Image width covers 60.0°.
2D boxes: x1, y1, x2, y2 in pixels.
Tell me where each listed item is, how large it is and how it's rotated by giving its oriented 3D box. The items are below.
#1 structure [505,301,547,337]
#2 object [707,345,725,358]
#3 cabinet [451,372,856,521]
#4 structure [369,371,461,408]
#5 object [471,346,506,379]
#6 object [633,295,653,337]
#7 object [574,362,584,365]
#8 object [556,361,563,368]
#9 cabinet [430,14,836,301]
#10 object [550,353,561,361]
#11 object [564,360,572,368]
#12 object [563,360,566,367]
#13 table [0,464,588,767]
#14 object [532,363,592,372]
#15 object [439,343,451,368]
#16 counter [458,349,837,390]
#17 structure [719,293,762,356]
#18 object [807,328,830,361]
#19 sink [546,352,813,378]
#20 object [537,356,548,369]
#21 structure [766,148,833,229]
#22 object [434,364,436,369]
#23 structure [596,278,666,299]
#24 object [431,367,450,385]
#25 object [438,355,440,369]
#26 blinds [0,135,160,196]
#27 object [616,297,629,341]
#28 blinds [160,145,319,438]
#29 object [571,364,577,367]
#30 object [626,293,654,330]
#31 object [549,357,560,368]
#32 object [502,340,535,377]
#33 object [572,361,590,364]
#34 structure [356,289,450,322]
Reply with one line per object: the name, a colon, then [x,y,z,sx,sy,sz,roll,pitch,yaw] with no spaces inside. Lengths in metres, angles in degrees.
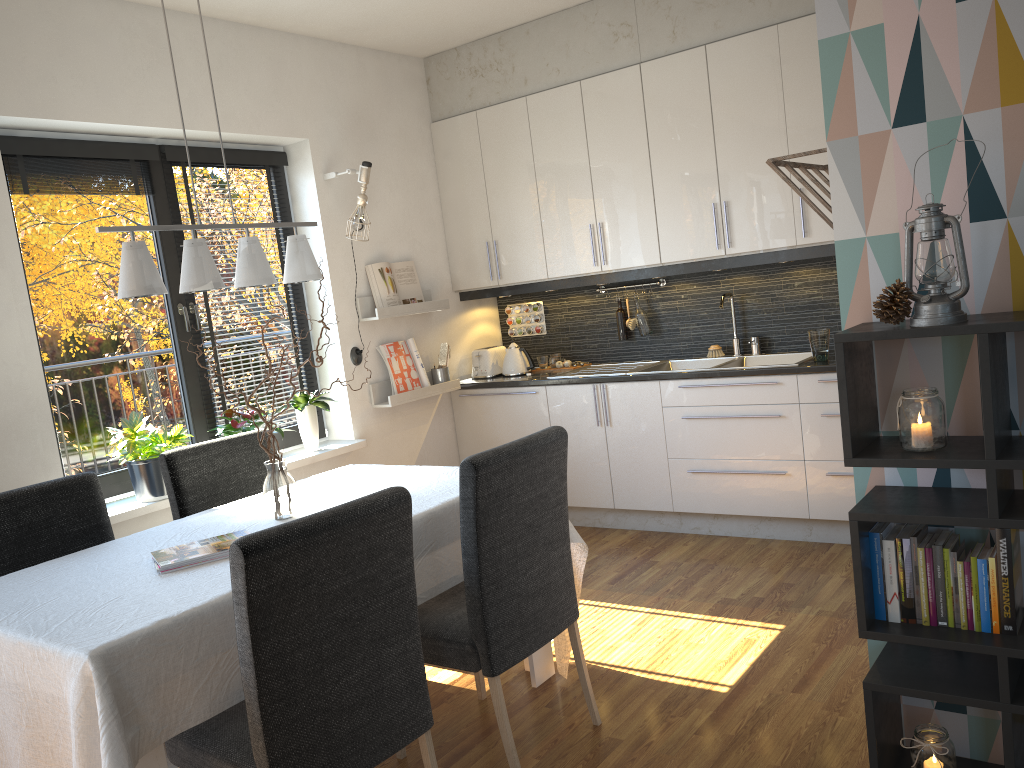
structure: [0.082,-0.408,5.644,0.279,0.210,0.045,-3,8,37]
object: [1.118,-0.181,4.875,0.097,0.065,0.099,-4,7,28]
cabinet: [1.365,0.298,4.145,4.224,0.691,0.040,-3,8,37]
structure: [-0.540,0.016,5.028,0.147,0.129,0.593,-2,8,37]
object: [-0.135,-0.130,5.480,0.175,0.192,0.253,-2,8,37]
object: [0.755,-0.397,5.112,0.093,0.243,0.073,-6,7,10]
object: [0.384,-0.125,5.404,0.024,0.017,0.248,-10,7,-18]
object: [0.285,-0.115,5.319,0.045,0.045,0.046,-2,9,39]
cabinet: [1.398,-1.143,4.265,4.237,1.071,0.457,-3,8,37]
object: [0.272,-0.145,5.453,0.071,0.076,0.071,-2,8,37]
object: [0.335,-0.120,5.311,0.043,0.043,0.044,-3,8,34]
object: [0.323,-0.128,5.363,0.044,0.050,0.043,-9,7,-10]
table: [-0.722,0.814,2.782,1.235,0.764,1.853,-2,8,37]
object: [0.294,-0.099,5.407,0.335,0.012,0.212,-2,8,38]
object: [-0.384,-0.111,5.190,0.060,0.268,0.119,-4,8,28]
counter: [1.496,-0.035,4.338,4.251,0.193,0.621,-3,8,37]
structure: [1.221,-0.317,4.726,0.167,0.348,0.195,-4,8,29]
object: [1.452,-0.183,4.184,0.102,0.147,0.102,-2,8,37]
sink: [0.910,-0.021,4.744,1.422,0.169,0.474,-3,8,37]
object: [0.189,-0.130,5.406,0.071,0.076,0.071,-4,8,29]
structure: [0.846,-0.781,2.399,0.185,0.776,0.494,-2,9,37]
object: [-0.444,-0.053,5.175,0.007,0.159,0.089,-8,7,-3]
structure: [0.683,-0.550,5.159,0.443,0.081,0.067,-3,8,37]
object: [-0.415,-0.032,5.197,0.103,0.124,0.103,-3,8,34]
object: [-0.420,-0.072,5.182,0.007,0.201,0.020,-12,8,-32]
blinds: [-1.821,-0.918,3.763,0.049,0.230,0.709,-2,8,37]
object: [0.643,-0.386,5.215,0.060,0.257,0.060,-12,8,-31]
blinds: [-1.310,-0.451,4.428,0.049,1.425,0.709,-2,9,37]
object: [0.360,-0.120,5.407,0.024,0.015,0.248,-8,6,-8]
object: [0.744,-0.417,5.133,0.188,0.204,0.072,-4,8,24]
object: [0.258,-0.130,5.381,0.065,0.064,0.065,-2,8,37]
object: [0.023,-0.151,5.350,0.178,0.236,0.204,-9,7,-17]
object: [0.404,-0.133,5.415,0.021,0.026,0.173,-14,9,-44]
structure: [-0.601,-0.450,4.971,0.147,0.129,0.593,-2,8,37]
